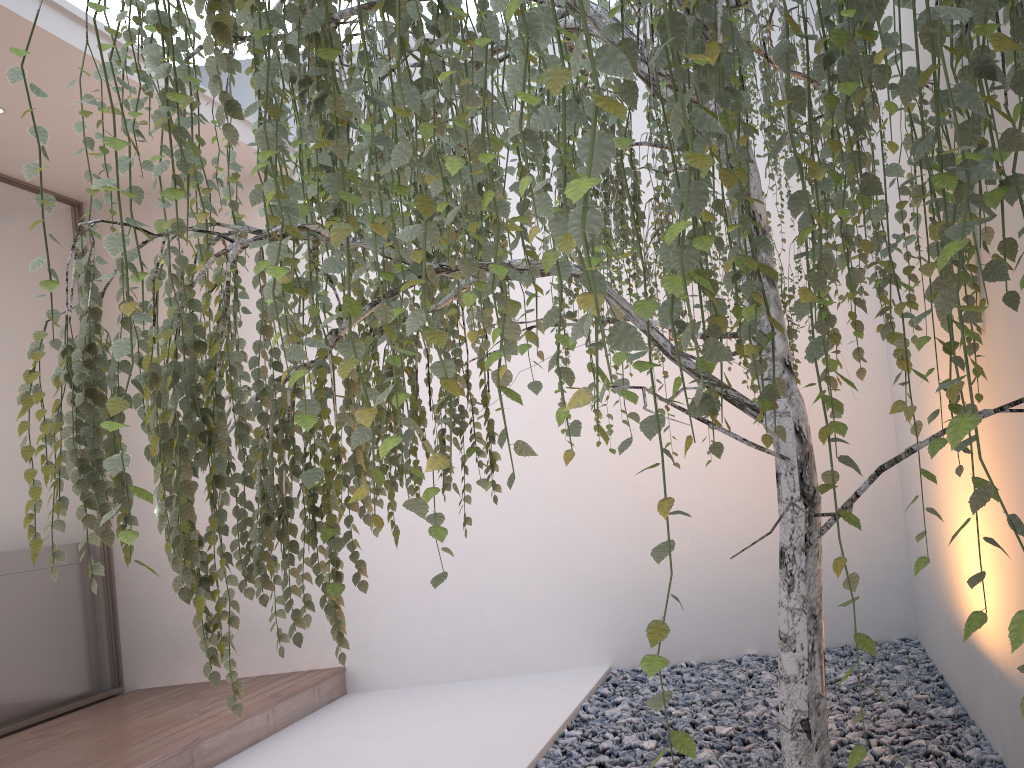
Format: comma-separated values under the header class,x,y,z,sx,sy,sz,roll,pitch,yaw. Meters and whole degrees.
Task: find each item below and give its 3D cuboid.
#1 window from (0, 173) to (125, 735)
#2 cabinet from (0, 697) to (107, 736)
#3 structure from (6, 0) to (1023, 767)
class,x,y,z,sx,sy,sz,roll,pitch,yaw
window,-2.829,0.120,1.909,0.059,2.457,4.878,-7,-5,18
cabinet,-4.126,1.326,2.505,2.999,0.795,3.711,-8,-7,11
structure,0.143,-0.832,1.699,1.752,3.982,2.462,-7,-3,9
